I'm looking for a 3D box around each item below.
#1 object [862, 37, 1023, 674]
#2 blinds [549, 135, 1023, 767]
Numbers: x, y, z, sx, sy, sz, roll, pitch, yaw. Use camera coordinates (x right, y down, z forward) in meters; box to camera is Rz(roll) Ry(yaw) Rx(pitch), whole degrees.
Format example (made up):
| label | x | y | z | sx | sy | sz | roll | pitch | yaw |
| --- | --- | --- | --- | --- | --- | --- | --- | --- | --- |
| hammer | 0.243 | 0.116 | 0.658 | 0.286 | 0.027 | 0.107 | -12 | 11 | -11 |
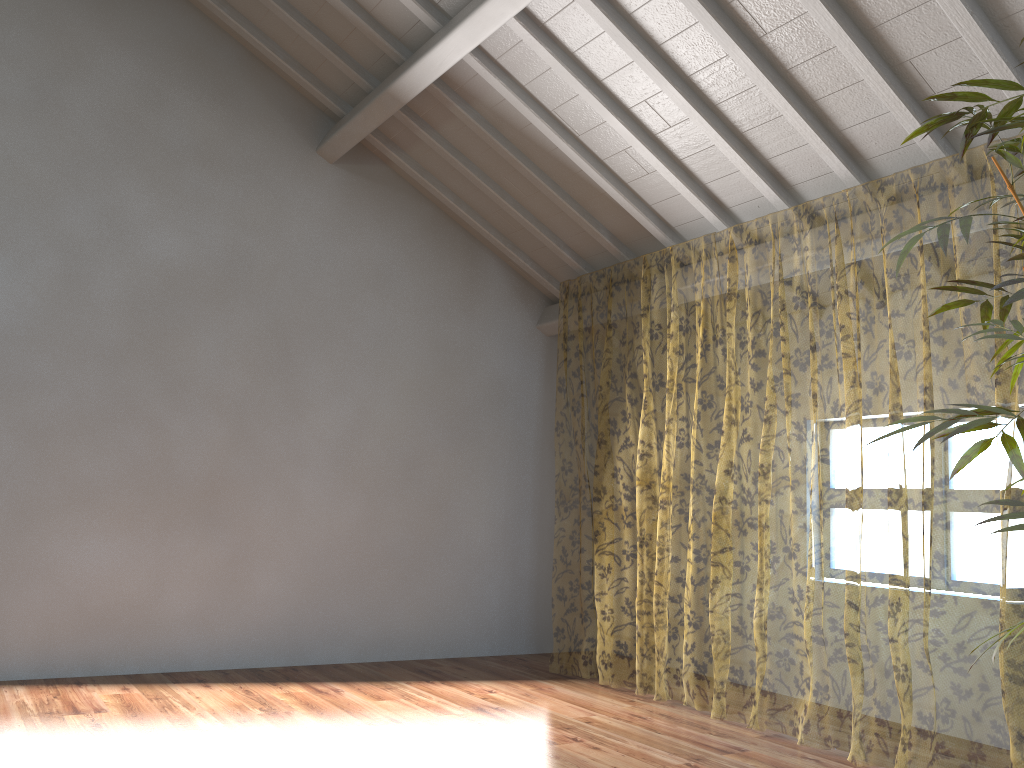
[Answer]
| label | x | y | z | sx | sy | sz | roll | pitch | yaw |
| --- | --- | --- | --- | --- | --- | --- | --- | --- | --- |
| object | 1.481 | 0.074 | 1.908 | 1.177 | 2.473 | 1.399 | 4 | -8 | -7 |
| blinds | 1.232 | 0.401 | 4.445 | 0.306 | 2.546 | 3.505 | 8 | -10 | -32 |
